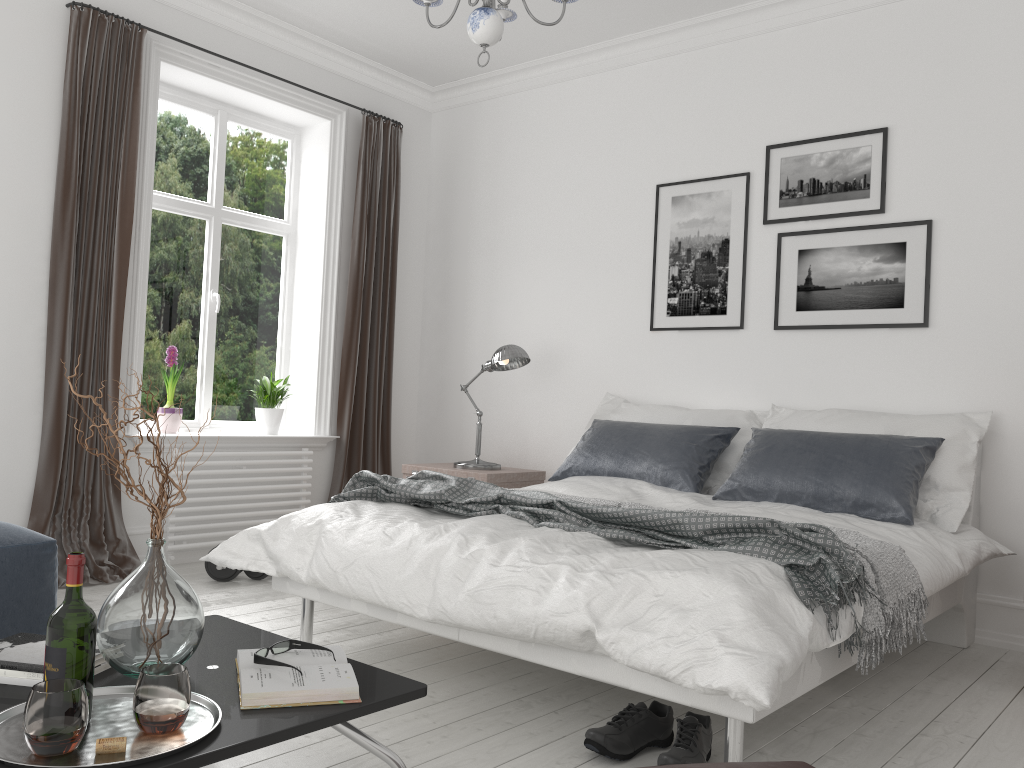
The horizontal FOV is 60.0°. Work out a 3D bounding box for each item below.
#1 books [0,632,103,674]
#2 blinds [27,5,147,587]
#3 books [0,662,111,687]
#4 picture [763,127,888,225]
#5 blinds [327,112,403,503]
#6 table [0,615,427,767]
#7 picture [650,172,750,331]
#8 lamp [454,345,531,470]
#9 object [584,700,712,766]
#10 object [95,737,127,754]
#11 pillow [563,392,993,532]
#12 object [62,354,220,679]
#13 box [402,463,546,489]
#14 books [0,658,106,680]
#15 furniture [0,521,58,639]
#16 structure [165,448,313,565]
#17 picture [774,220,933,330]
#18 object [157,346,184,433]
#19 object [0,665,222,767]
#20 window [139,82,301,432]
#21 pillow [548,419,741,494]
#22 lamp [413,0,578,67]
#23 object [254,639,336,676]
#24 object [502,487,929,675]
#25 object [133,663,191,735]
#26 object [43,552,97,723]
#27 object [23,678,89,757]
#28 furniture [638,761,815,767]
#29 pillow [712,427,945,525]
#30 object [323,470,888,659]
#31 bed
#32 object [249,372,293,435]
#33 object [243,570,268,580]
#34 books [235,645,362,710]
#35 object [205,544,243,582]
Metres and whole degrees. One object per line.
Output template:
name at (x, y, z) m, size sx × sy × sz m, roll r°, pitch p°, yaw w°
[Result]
books at (-0.997, 0.567, 1.873) m, size 0.257 × 0.012 × 0.207 m, roll 3°, pitch -1°, yaw 10°
blinds at (-1.937, -0.423, 4.176) m, size 0.582 × 2.681 × 0.294 m, roll 4°, pitch -2°, yaw -43°
books at (-0.998, 0.595, 1.864) m, size 0.259 × 0.014 × 0.191 m, roll 3°, pitch -1°, yaw 9°
picture at (1.515, -1.003, 4.321) m, size 0.592 × 0.403 × 0.015 m, roll 2°, pitch -2°, yaw 39°
blinds at (-0.812, -0.338, 5.499) m, size 0.327 × 2.680 × 0.779 m, roll 2°, pitch -2°, yaw 34°
table at (-0.752, 0.769, 1.828) m, size 0.833 × 0.313 × 0.824 m, roll 2°, pitch -2°, yaw 39°
picture at (0.994, -0.691, 4.729) m, size 0.545 × 0.810 × 0.015 m, roll 2°, pitch -2°, yaw 39°
lamp at (-0.113, 0.130, 4.975) m, size 0.488 × 0.699 × 0.269 m, roll 2°, pitch -2°, yaw 39°
object at (0.384, 0.929, 2.337) m, size 0.322 × 0.127 × 0.300 m, roll 2°, pitch -2°, yaw 39°
object at (-0.661, 0.596, 1.463) m, size 0.046 × 0.024 × 0.024 m, roll 3°, pitch -1°, yaw -21°
pillow at (1.122, 0.318, 4.184) m, size 1.965 × 0.529 × 0.465 m, roll 2°, pitch -2°, yaw 39°
object at (-0.790, 0.278, 1.885) m, size 0.291 × 0.666 × 0.313 m, roll 3°, pitch -1°, yaw 2°
box at (-0.230, 0.569, 5.045) m, size 0.647 × 0.185 × 0.537 m, roll 2°, pitch -2°, yaw 39°
books at (-1.001, 0.580, 1.866) m, size 0.254 × 0.014 × 0.191 m, roll 3°, pitch -1°, yaw 7°
furniture at (-1.977, 0.687, 3.116) m, size 0.646 × 0.423 × 0.646 m, roll 2°, pitch -2°, yaw 41°
structure at (-1.506, 0.685, 4.903) m, size 0.114 × 0.670 × 0.887 m, roll 2°, pitch -2°, yaw 40°
picture at (1.603, -0.505, 4.218) m, size 0.720 × 0.486 × 0.015 m, roll 2°, pitch -2°, yaw 39°
object at (-1.849, 0.029, 4.812) m, size 0.129 × 0.476 × 0.129 m, roll 3°, pitch -1°, yaw 0°
object at (-0.723, 0.628, 1.678) m, size 0.395 × 0.063 × 0.622 m, roll 3°, pitch -1°, yaw -1°
window at (-1.729, -0.672, 5.170) m, size 0.120 × 1.956 × 1.112 m, roll 2°, pitch -2°, yaw 39°
pillow at (0.632, 0.350, 4.313) m, size 0.837 × 0.329 × 0.405 m, roll 2°, pitch -2°, yaw 40°
lamp at (-0.057, -1.491, 2.616) m, size 0.594 × 1.123 × 0.528 m, roll 2°, pitch -2°, yaw 39°
object at (-0.463, 0.579, 1.883) m, size 0.135 × 0.030 × 0.141 m, roll 2°, pitch -2°, yaw 24°
object at (0.311, 0.665, 3.255) m, size 2.236 × 0.500 × 0.521 m, roll 2°, pitch -2°, yaw 42°
object at (-0.620, 0.559, 1.574) m, size 0.095 × 0.106 × 0.095 m, roll 4°, pitch -2°, yaw -39°
object at (-0.785, 0.453, 1.580) m, size 0.081 × 0.303 × 0.081 m, roll 4°, pitch -2°, yaw -34°
object at (-0.752, 0.550, 1.463) m, size 0.095 × 0.106 × 0.095 m, roll 4°, pitch -2°, yaw -39°
furniture at (0.297, 0.749, 1.138) m, size 0.646 × 0.423 × 0.646 m, roll 3°, pitch -1°, yaw -17°
pillow at (1.316, 0.369, 3.739) m, size 0.842 × 0.339 × 0.405 m, roll 2°, pitch -2°, yaw 40°
object at (0.096, 0.543, 2.957) m, size 2.154 × 0.377 × 0.536 m, roll 2°, pitch -2°, yaw 42°
bed at (0.497, 0.563, 3.462) m, size 2.217 × 0.926 × 2.473 m, roll 2°, pitch -2°, yaw 40°
object at (-1.433, 0.112, 5.260) m, size 0.284 × 0.369 × 0.215 m, roll 2°, pitch -1°, yaw 18°
object at (-1.233, 0.879, 4.428) m, size 0.179 × 0.179 × 0.326 m, roll 2°, pitch -1°, yaw 19°
books at (-0.461, 0.609, 1.884) m, size 0.231 × 0.040 × 0.342 m, roll 3°, pitch -1°, yaw -19°
object at (-1.401, 0.869, 4.354) m, size 0.179 × 0.179 × 0.326 m, roll 3°, pitch -1°, yaw -6°
